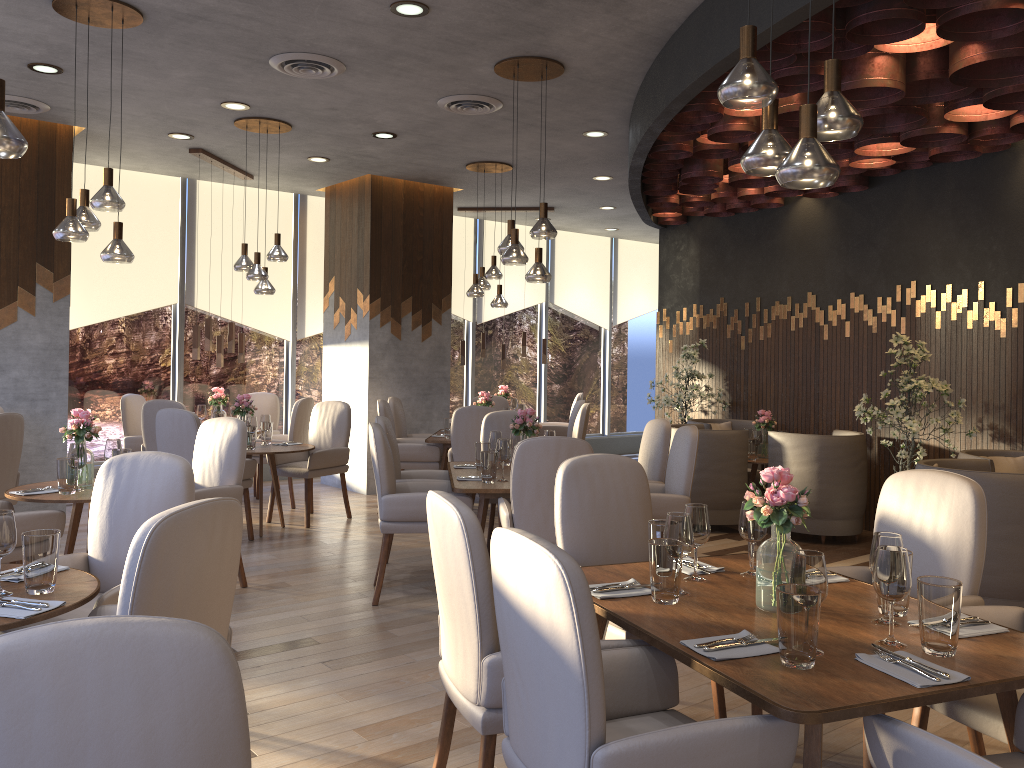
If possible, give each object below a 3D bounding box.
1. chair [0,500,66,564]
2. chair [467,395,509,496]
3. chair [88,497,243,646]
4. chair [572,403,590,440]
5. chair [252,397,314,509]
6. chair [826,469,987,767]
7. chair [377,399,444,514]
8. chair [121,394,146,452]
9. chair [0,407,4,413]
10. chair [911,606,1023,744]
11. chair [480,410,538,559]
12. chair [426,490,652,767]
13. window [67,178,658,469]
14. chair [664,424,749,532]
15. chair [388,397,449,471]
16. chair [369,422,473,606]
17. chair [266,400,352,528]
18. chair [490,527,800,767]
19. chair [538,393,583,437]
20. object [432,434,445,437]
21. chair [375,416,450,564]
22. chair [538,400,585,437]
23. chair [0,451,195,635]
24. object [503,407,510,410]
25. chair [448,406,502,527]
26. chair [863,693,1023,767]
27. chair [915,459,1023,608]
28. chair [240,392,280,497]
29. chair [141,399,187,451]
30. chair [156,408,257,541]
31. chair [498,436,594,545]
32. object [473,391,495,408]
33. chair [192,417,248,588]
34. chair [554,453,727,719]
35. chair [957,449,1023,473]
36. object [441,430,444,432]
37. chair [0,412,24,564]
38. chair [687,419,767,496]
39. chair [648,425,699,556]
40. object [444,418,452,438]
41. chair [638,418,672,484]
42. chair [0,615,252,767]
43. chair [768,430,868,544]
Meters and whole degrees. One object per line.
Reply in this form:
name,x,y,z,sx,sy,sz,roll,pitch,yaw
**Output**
chair,-2.534,0.721,4.205,0.528,1.000,0.599,1,0,32
chair,-0.241,0.626,9.132,0.528,1.000,0.600,1,0,-1
chair,-1.069,0.792,2.368,0.600,1.000,0.528,1,0,17
chair,0.398,0.665,7.998,0.600,1.000,0.528,1,0,5
chair,-2.180,0.619,8.267,0.600,1.000,0.528,1,0,8
chair,1.276,0.810,3.057,0.599,1.000,0.528,1,0,-27
chair,-0.927,0.644,8.050,0.600,1.000,0.528,1,0,-1
chair,-3.367,0.597,8.414,0.600,1.000,0.528,1,0,4
chair,-3.940,0.646,6.240,0.528,1.000,0.600,1,0,5
chair,1.506,0.827,2.536,0.599,1.000,0.528,1,0,-20
chair,0.008,0.703,6.340,0.528,1.000,0.600,1,0,-8
chair,0.057,0.804,2.564,0.599,1.000,0.528,1,0,-20
window,-2.435,-0.683,6.391,8.060,3.199,16.124,1,1,6
chair,1.549,0.778,7.432,0.595,0.837,0.774,1,1,-19
chair,-0.903,0.629,8.615,0.600,1.000,0.528,1,0,4
chair,-0.540,0.726,5.167,0.599,1.000,0.528,1,0,-8
chair,-1.686,0.648,7.473,0.528,1.000,0.599,1,0,28
chair,0.266,0.821,2.039,0.599,1.000,0.528,1,0,-25
chair,0.542,0.599,10.572,0.600,1.000,0.528,1,0,4
object,-0.604,0.471,8.099,0.255,0.019,0.157,1,1,4
chair,-0.588,0.711,5.730,0.600,1.000,0.528,1,0,-3
chair,0.400,0.650,8.568,0.600,1.000,0.528,1,0,-3
chair,-1.464,0.766,3.140,0.528,1.000,0.599,1,0,14
object,-0.056,0.352,8.665,0.092,0.244,0.092,1,0,-43
chair,-0.272,0.669,7.478,0.528,1.000,0.600,1,0,4
chair,1.108,0.841,1.787,0.528,1.000,0.600,1,0,-20
chair,2.504,0.862,4.831,0.595,0.837,0.774,1,1,1
chair,-2.663,0.592,8.988,0.528,1.000,0.600,1,0,8
chair,-2.895,0.623,7.718,0.528,1.000,0.599,1,0,11
chair,-2.250,0.666,6.458,0.528,1.000,0.599,1,0,27
chair,0.193,0.750,4.681,0.528,1.000,0.600,1,0,-3
object,-0.256,0.275,8.347,0.210,0.416,0.198,1,0,29
chair,-1.894,0.705,5.174,0.528,1.000,0.599,1,0,33
chair,0.456,0.790,3.327,0.528,1.000,0.600,1,0,-25
chair,3.109,0.852,5.524,0.774,0.837,0.595,1,0,-9
object,-0.565,0.456,8.671,0.255,0.019,0.157,1,1,4
chair,-3.430,0.672,5.540,0.600,1.000,0.528,1,0,8
chair,1.929,0.761,8.281,0.774,0.837,0.595,1,0,-29
chair,0.792,0.744,5.282,0.600,1.000,0.528,1,0,-3
object,-0.563,0.396,7.938,0.102,0.178,0.102,1,0,10
chair,0.723,0.727,5.847,0.599,1.000,0.528,1,0,-10
chair,-0.482,0.838,0.983,0.528,1.000,0.600,1,0,-25
chair,2.479,0.803,7.015,0.774,0.837,0.595,1,0,-24
